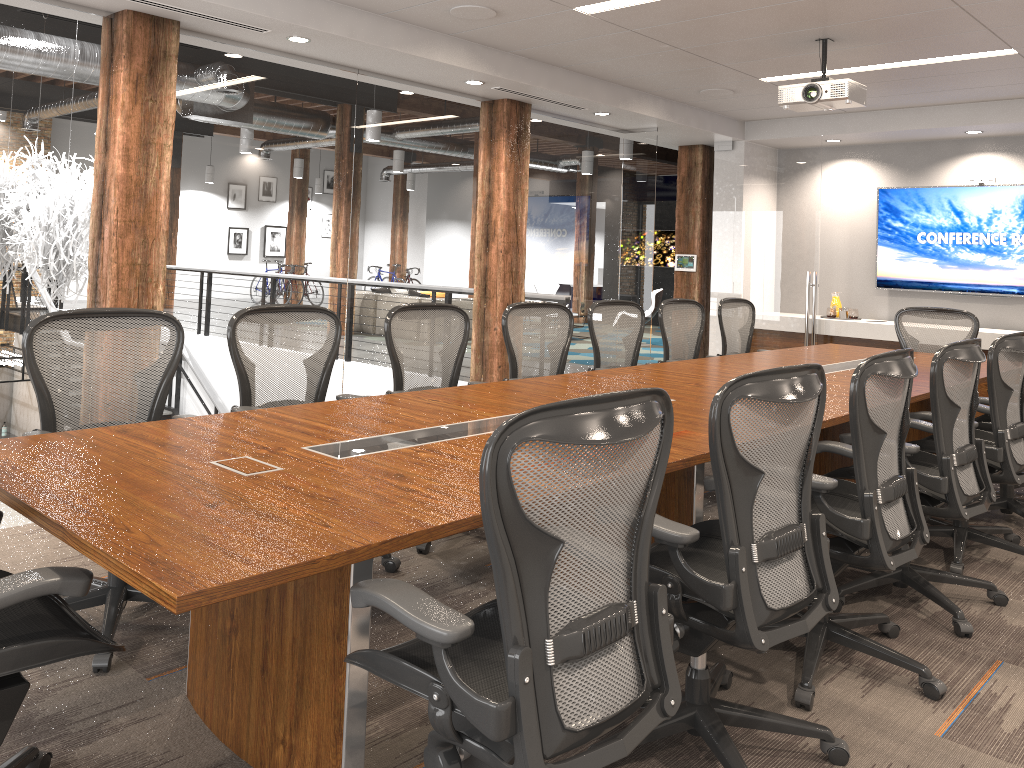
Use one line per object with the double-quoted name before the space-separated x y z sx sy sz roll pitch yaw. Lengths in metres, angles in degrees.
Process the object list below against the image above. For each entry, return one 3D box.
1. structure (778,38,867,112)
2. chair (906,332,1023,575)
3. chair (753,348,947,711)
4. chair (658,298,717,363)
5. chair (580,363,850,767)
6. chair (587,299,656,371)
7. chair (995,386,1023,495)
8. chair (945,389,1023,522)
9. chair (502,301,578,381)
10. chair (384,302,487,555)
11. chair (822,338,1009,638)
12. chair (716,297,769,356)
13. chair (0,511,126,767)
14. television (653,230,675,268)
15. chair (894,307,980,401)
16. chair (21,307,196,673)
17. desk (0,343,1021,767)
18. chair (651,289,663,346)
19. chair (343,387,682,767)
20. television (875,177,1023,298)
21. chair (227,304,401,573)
"structure" 2.009 -2.011 5.644 0.463 0.456 0.317 5 3 42
"chair" 2.159 0.271 4.179 0.795 1.093 0.769 3 1 28
"chair" 1.060 0.401 2.997 0.795 1.093 0.769 3 1 24
"chair" 1.366 -0.040 6.090 0.795 1.093 0.769 3 1 26
"chair" 0.506 0.457 2.464 0.765 1.093 0.798 3 1 42
"chair" 0.842 0.034 5.443 0.764 1.093 0.800 3 1 35
"chair" 3.243 0.133 5.409 0.764 1.093 0.799 3 2 44
"chair" 2.707 0.199 4.819 0.798 1.093 0.765 1 1 -37
"chair" 0.301 0.096 4.879 0.795 1.093 0.769 3 1 28
"chair" -0.252 0.163 4.268 0.764 1.093 0.800 3 1 32
"chair" 1.596 0.328 3.642 0.764 1.093 0.799 3 2 44
"chair" 1.920 -0.097 6.625 0.798 1.093 0.765 1 1 -42
"chair" -1.191 0.484 1.829 0.772 1.093 0.792 3 1 16
"television" 2.870 -2.883 18.526 1.473 0.796 0.049 8 2 42
"chair" 3.014 -0.003 6.277 0.773 1.093 0.791 3 1 26
"chair" -1.367 0.286 3.130 0.794 1.093 0.770 3 1 16
"desk" 0.955 0.396 4.112 1.414 0.753 6.043 8 10 42
"chair" 2.021 -1.104 14.125 0.788 0.924 0.678 2 1 -10
"chair" -0.036 0.531 1.818 0.795 1.093 0.768 3 1 36
"television" 4.367 -1.366 8.091 1.922 1.107 0.064 7 2 42
"chair" -0.847 0.216 3.752 0.795 1.093 0.769 3 1 24
